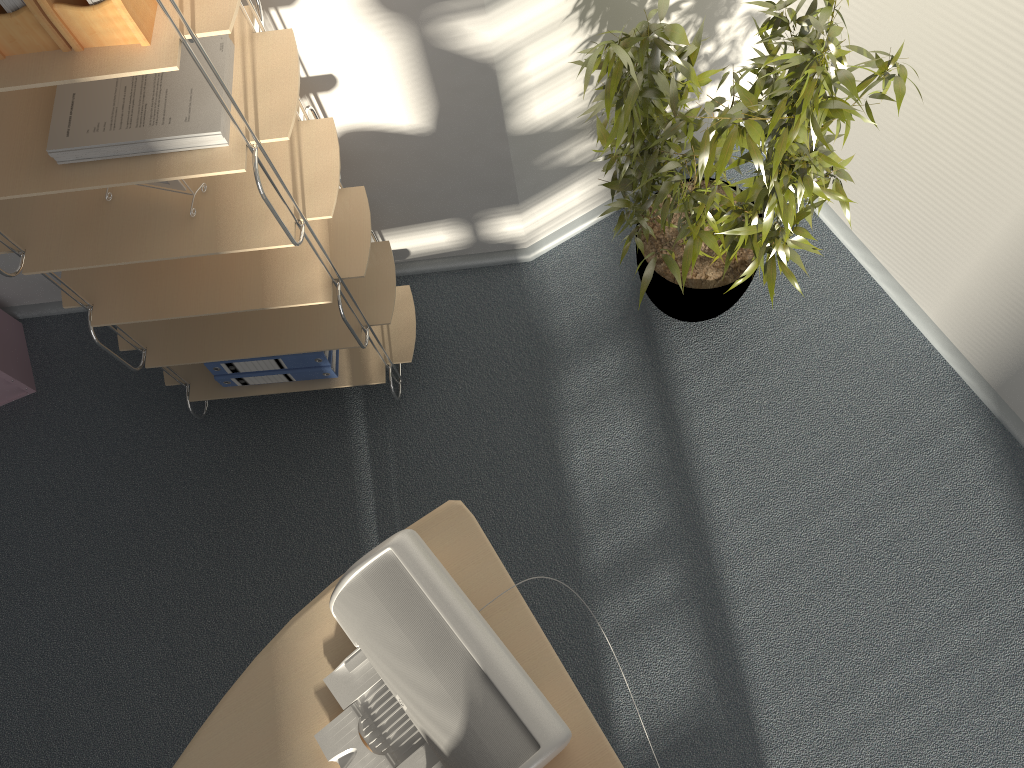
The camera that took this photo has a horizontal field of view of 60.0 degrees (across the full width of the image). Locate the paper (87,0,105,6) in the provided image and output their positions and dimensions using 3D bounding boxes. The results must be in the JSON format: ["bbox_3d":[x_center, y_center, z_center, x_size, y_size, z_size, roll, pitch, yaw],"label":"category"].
[{"bbox_3d":[-0.565,-0.646,1.168,0.045,0.297,0.213,-2,69,5],"label":"paper"}]

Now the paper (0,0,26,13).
[{"bbox_3d":[-0.689,-0.641,1.180,0.045,0.297,0.213,-5,69,4],"label":"paper"}]

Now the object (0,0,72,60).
[{"bbox_3d":[-0.708,-0.631,1.199,0.113,0.259,0.243,-5,69,4],"label":"object"}]

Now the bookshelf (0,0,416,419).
[{"bbox_3d":[-0.691,-0.365,1.878,0.724,1.572,0.381,-5,69,4],"label":"bookshelf"}]

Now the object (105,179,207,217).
[{"bbox_3d":[-0.717,-0.408,1.702,0.192,0.161,0.077,12,71,11],"label":"object"}]

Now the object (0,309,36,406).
[{"bbox_3d":[-1.560,-0.078,2.605,0.185,0.202,0.245,-23,69,-3],"label":"object"}]

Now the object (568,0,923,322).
[{"bbox_3d":[0.469,-0.453,2.018,0.644,1.147,0.544,-4,69,5],"label":"object"}]

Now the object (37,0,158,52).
[{"bbox_3d":[-0.584,-0.637,1.188,0.113,0.259,0.243,-2,69,5],"label":"object"}]

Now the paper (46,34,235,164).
[{"bbox_3d":[-0.633,-0.492,1.525,0.297,0.046,0.213,-6,69,4],"label":"paper"}]

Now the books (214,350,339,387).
[{"bbox_3d":[-0.642,-0.136,2.441,0.320,0.072,0.262,-5,69,4],"label":"books"}]

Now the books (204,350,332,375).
[{"bbox_3d":[-0.648,-0.164,2.393,0.320,0.100,0.263,-5,69,4],"label":"books"}]

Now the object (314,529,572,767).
[{"bbox_3d":[-0.170,0.514,1.452,0.351,0.162,0.438,-39,70,-9],"label":"object"}]

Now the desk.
[{"bbox_3d":[-0.138,1.007,1.294,0.967,1.566,1.469,-31,69,-6],"label":"desk"}]
